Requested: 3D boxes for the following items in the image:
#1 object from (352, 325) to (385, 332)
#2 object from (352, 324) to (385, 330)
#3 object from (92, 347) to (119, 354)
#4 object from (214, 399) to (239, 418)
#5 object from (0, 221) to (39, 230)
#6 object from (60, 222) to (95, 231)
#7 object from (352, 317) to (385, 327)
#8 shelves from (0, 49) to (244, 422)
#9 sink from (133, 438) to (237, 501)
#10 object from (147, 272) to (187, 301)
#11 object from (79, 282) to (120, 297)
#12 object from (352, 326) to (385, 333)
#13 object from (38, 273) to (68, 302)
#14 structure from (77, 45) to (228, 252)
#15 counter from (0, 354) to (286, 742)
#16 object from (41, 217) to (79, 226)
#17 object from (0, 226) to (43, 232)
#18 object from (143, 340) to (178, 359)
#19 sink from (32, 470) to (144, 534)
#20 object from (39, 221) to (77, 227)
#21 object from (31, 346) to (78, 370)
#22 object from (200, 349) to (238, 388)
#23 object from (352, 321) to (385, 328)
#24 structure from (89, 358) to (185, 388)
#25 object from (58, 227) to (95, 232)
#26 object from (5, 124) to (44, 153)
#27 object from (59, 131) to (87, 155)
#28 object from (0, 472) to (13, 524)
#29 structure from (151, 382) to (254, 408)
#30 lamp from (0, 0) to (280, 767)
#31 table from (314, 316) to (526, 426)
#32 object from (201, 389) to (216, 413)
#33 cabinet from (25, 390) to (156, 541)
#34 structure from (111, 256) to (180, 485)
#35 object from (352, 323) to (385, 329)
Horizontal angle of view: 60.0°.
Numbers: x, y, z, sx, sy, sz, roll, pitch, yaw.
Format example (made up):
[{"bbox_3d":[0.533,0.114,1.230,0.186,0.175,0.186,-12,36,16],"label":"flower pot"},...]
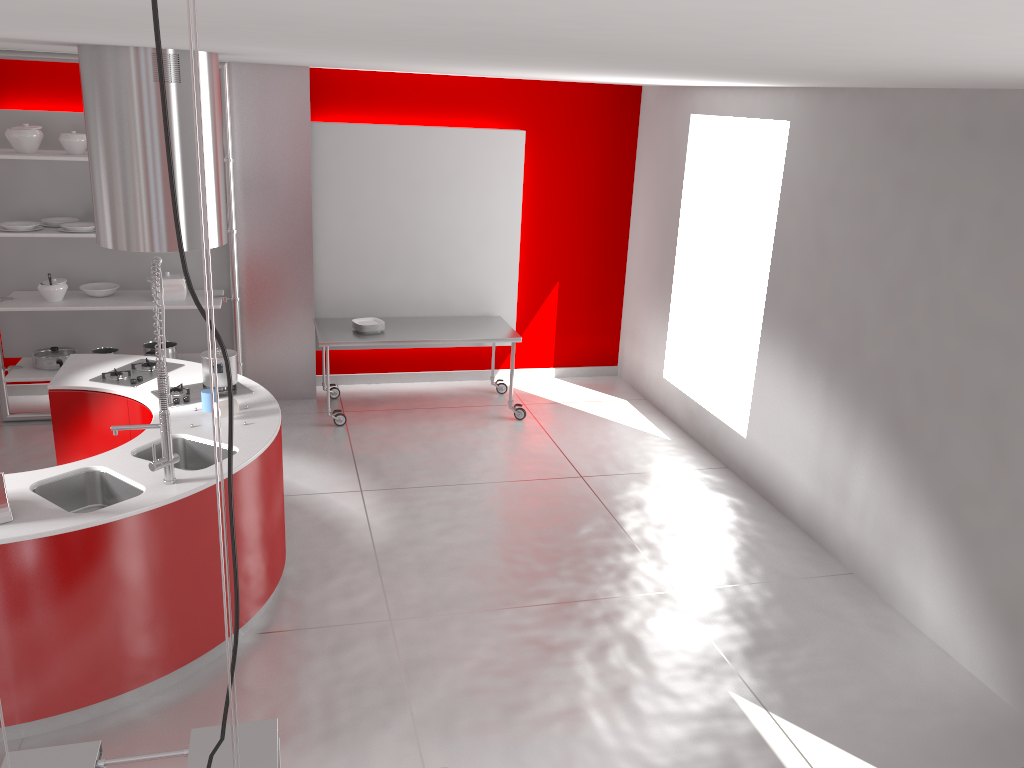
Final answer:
[{"bbox_3d":[-1.115,-0.437,6.884,0.228,0.020,0.228,-9,21,-32],"label":"object"},{"bbox_3d":[-1.115,-0.447,6.881,0.228,0.020,0.228,-9,21,-32],"label":"object"},{"bbox_3d":[-3.008,-0.191,6.574,0.196,0.122,0.182,14,21,31],"label":"object"},{"bbox_3d":[-1.417,0.116,4.371,0.100,0.080,0.109,-15,25,-43],"label":"object"},{"bbox_3d":[-3.373,-1.077,6.078,0.244,0.042,0.244,-8,21,-29],"label":"object"},{"bbox_3d":[-3.001,-1.086,6.162,0.244,0.042,0.244,-8,21,-29],"label":"object"},{"bbox_3d":[-1.114,-0.476,6.872,0.228,0.020,0.228,-9,21,-32],"label":"object"},{"bbox_3d":[-2.874,-0.985,6.366,1.735,2.599,0.535,-2,19,-15],"label":"shelves"},{"bbox_3d":[-1.474,0.403,4.022,0.428,0.172,0.326,11,20,22],"label":"sink"},{"bbox_3d":[-2.535,-0.730,6.537,0.282,0.197,0.235,-6,20,-24],"label":"object"},{"bbox_3d":[-3.028,-0.683,6.517,0.272,0.072,0.272,17,23,36],"label":"object"},{"bbox_3d":[-1.116,-0.428,6.887,0.228,0.020,0.228,-9,21,-32],"label":"object"},{"bbox_3d":[-3.257,-0.695,6.289,0.192,0.214,0.192,-7,20,-27],"label":"object"},{"bbox_3d":[-1.811,-1.199,4.524,0.644,0.958,0.644,18,23,38],"label":"structure"},{"bbox_3d":[-2.178,0.715,4.036,1.868,0.880,2.865,9,19,17],"label":"counter"},{"bbox_3d":[-3.225,-1.153,6.335,0.244,0.042,0.244,-5,20,-22],"label":"object"},{"bbox_3d":[-3.374,-1.064,6.082,0.280,0.015,0.280,10,19,20],"label":"object"},{"bbox_3d":[-2.634,-0.218,6.653,0.240,0.161,0.259,-8,21,-31],"label":"object"},{"bbox_3d":[-1.720,0.522,3.619,0.428,0.172,0.326,15,22,34],"label":"sink"},{"bbox_3d":[-3.226,-1.140,6.339,0.280,0.015,0.280,10,19,20],"label":"object"},{"bbox_3d":[-3.370,-0.192,6.508,0.308,0.130,0.407,0,18,-8],"label":"object"},{"bbox_3d":[-1.571,-0.092,4.767,0.218,0.185,0.189,16,22,35],"label":"object"},{"bbox_3d":[-1.114,-0.466,6.875,0.228,0.020,0.228,-9,21,-32],"label":"object"},{"bbox_3d":[-2.108,-0.080,5.004,0.303,0.037,0.457,7,19,14],"label":"structure"},{"bbox_3d":[-3.002,-1.073,6.166,0.280,0.015,0.280,7,19,13],"label":"object"},{"bbox_3d":[-3.289,-1.659,5.986,0.231,0.191,0.231,11,20,24],"label":"object"},{"bbox_3d":[-2.994,-1.652,6.071,0.192,0.153,0.192,2,18,-2],"label":"object"},{"bbox_3d":[-1.928,0.413,3.286,0.091,0.178,0.137,-13,24,-40],"label":"object"},{"bbox_3d":[-1.655,0.028,4.742,0.457,0.037,0.303,-12,23,-38],"label":"structure"},{"bbox_3d":[-0.380,0.123,0.808,0.304,1.025,0.304,-2,19,-15],"label":"lamp"},{"bbox_3d":[-0.744,-0.121,7.139,1.627,0.682,0.749,-2,19,-14],"label":"table"},{"bbox_3d":[-1.519,0.079,4.443,0.080,0.100,0.109,-13,24,-40],"label":"object"},{"bbox_3d":[-2.447,0.681,3.997,1.025,0.761,1.875,13,21,28],"label":"cabinet"},{"bbox_3d":[-1.449,-0.044,3.570,0.178,0.920,0.308,12,20,27],"label":"structure"},{"bbox_3d":[-1.115,-0.457,6.878,0.228,0.020,0.228,-9,21,-32],"label":"object"}]
